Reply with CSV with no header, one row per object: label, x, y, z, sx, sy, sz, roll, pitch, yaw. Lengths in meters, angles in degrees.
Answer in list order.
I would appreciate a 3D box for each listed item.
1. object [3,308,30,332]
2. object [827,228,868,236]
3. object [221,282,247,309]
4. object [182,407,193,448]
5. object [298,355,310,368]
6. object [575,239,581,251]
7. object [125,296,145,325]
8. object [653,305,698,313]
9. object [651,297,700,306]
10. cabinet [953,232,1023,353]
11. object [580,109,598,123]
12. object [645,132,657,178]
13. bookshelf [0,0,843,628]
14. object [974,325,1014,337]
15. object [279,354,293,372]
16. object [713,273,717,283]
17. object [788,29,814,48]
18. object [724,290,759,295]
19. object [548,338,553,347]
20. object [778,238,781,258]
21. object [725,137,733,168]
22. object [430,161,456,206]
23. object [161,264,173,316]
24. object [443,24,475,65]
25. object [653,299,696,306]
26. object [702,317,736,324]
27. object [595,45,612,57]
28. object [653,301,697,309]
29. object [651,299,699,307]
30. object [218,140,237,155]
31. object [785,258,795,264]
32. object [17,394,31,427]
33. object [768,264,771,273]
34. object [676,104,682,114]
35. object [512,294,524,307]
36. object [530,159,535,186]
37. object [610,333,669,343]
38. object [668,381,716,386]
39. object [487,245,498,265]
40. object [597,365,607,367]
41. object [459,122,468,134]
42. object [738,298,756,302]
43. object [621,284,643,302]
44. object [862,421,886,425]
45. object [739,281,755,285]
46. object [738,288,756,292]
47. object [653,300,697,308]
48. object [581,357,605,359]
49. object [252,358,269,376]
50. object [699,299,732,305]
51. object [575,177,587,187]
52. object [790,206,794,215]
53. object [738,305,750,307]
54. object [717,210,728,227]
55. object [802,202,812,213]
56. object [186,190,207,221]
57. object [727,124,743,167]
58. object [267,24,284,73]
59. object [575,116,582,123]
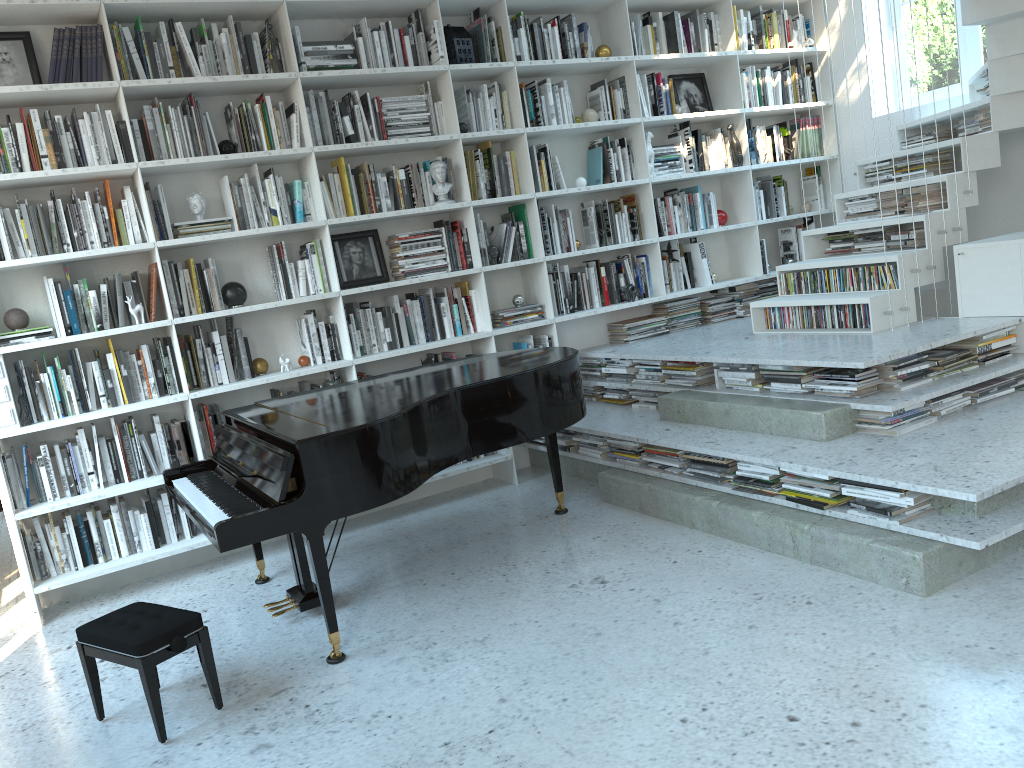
object,-2.284,-0.296,4.088,0.105,0.107,0.105,-2,11,40
object,1.985,-0.907,5.243,0.161,0.025,0.174,-13,9,-23
object,-1.425,-0.457,4.542,0.133,0.135,0.133,-6,9,21
object,-1.648,0.261,4.522,0.017,0.290,0.089,-14,10,-27
object,-1.103,-0.121,4.703,0.061,0.062,0.061,-6,9,21
object,0.391,-0.860,5.501,0.071,0.072,0.071,-6,9,21
object,-1.783,-0.350,4.197,0.044,0.140,0.081,0,13,46
object,1.093,-0.504,5.933,0.253,0.006,0.160,-13,9,-27
object,1.093,-0.551,5.917,0.285,0.005,0.159,-13,9,-22
cabinet,2.686,-0.385,4.119,0.550,0.669,0.992,-14,9,-27
object,0.481,-1.651,5.507,0.111,0.113,0.111,-2,11,40
object,0.859,-1.429,5.548,0.087,0.288,0.075,-8,9,7
bookshelf,-0.468,-0.892,4.983,6.289,3.148,0.330,-14,10,-27
object,2.200,-0.264,4.192,0.283,0.030,0.177,-13,9,-27
object,-1.185,-0.113,4.632,0.060,0.095,0.078,-11,9,-11
object,1.365,-0.724,6.050,0.071,0.072,0.071,-6,9,21
object,1.980,-2.376,6.127,0.203,0.137,0.095,-11,9,-11
object,1.556,-0.633,6.128,0.144,0.005,0.295,-14,9,-29
object,0.222,-0.155,5.385,0.011,0.261,0.142,-14,10,-27
object,1.952,-0.943,6.331,0.008,0.232,0.100,-14,10,-27
object,1.424,-1.554,6.024,0.022,0.212,0.178,-14,10,-27
object,-0.398,-1.111,4.920,0.138,0.244,0.137,-5,10,28
object,-1.730,-0.458,4.418,0.012,0.271,0.130,-14,10,-27
object,-0.307,-1.893,4.988,0.135,0.249,0.135,-16,11,-37
object,1.089,-0.547,5.926,0.254,0.006,0.160,-13,9,-26
object,1.437,-0.448,6.126,0.327,0.008,0.207,-13,9,-27
object,0.559,-2.024,5.432,0.100,0.102,0.100,-2,11,40
object,1.091,-0.531,5.931,0.253,0.006,0.160,-13,9,-27
object,1.089,-0.541,5.930,0.284,0.005,0.159,-13,9,-27
object,-1.435,-1.180,4.465,0.097,0.098,0.097,-6,9,21
object,1.958,-0.850,6.251,0.071,0.072,0.071,-6,9,21
object,-2.216,0.120,4.017,0.045,0.147,0.045,-8,9,11
object,1.760,-0.802,6.146,0.071,0.072,0.071,-6,9,21
object,1.064,-1.777,5.784,0.091,0.093,0.091,-6,9,21
object,0.036,-0.493,5.238,0.071,0.072,0.071,-6,9,21
object,0.088,-1.233,5.331,0.013,0.208,0.140,-14,10,-27
object,0.831,-0.300,5.792,0.345,0.007,0.193,-14,10,-32
object,0.996,-0.011,4.834,0.145,0.010,0.266,-14,10,-31
object,-0.106,-0.739,5.076,0.054,0.114,0.079,-14,10,-28
object,0.569,-0.131,5.599,0.135,0.011,0.221,-13,9,-23
object,-0.283,-1.438,5.000,0.071,0.072,0.071,-6,9,21
object,1.574,-0.582,6.141,0.133,0.015,0.199,-14,9,-27
object,0.749,-0.569,5.541,0.160,0.114,0.064,-16,11,-39
object,1.613,0.141,3.780,0.204,0.004,0.139,-13,9,-24
object,1.556,-0.695,6.123,0.130,0.015,0.210,-14,9,-28
object,1.552,-0.648,6.124,0.141,0.005,0.259,-13,9,-23
object,1.090,-0.536,5.930,0.253,0.006,0.160,-13,9,-27
object,0.564,-0.183,5.593,0.131,0.025,0.290,-13,9,-25
object,-1.320,-0.091,4.636,0.091,0.092,0.091,-2,11,40
object,1.415,-0.575,6.105,0.327,0.008,0.207,-13,9,-27
object,0.423,-1.237,5.453,0.071,0.072,0.071,-6,9,21
object,1.970,-1.237,6.322,0.071,0.072,0.071,-6,9,21
object,1.574,-0.549,6.143,0.132,0.007,0.293,-13,9,-24
object,1.404,-1.123,6.018,0.115,0.116,0.115,-2,11,40
object,2.148,-1.286,6.461,0.071,0.072,0.071,-6,9,21
object,-1.580,-0.893,4.451,0.095,0.157,0.121,-11,9,-14
object,1.483,-1.582,5.897,0.087,0.288,0.075,-8,9,7
object,-1.185,-1.675,4.451,0.075,0.255,0.075,-2,12,41
object,0.396,-1.605,5.438,0.068,0.069,0.068,-2,11,40
